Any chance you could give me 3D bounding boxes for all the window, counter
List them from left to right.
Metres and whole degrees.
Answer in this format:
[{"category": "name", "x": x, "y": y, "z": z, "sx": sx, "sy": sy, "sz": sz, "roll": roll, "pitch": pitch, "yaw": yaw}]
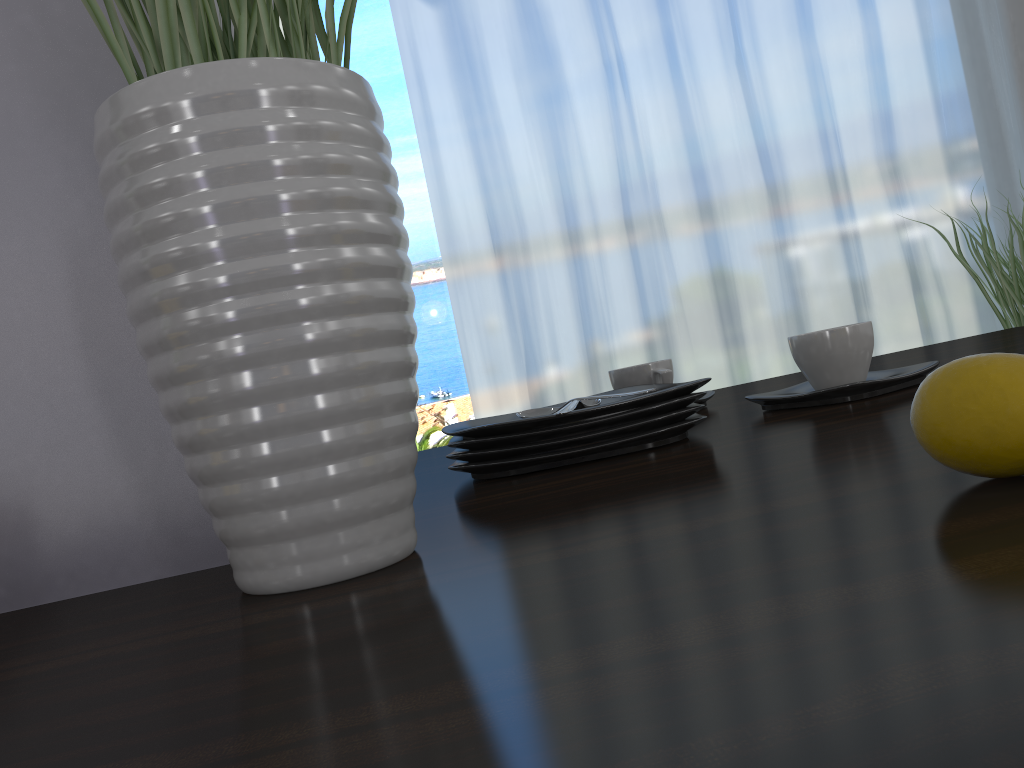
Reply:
[{"category": "counter", "x": -0.674, "y": 0.422, "z": 0.691, "sx": 3.291, "sy": 1.300, "sz": 1.302, "roll": -11, "pitch": 0, "yaw": -5}, {"category": "window", "x": 0.676, "y": -0.986, "z": 3.844, "sx": 3.000, "sy": 2.500, "sz": 0.100, "roll": -11, "pitch": 0, "yaw": -5}]

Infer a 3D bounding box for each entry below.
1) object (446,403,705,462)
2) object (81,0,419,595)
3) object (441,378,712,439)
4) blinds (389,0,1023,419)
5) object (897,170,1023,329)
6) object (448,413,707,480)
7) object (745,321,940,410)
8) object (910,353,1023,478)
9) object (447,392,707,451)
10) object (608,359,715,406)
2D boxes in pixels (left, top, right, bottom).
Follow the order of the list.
[{"category": "object", "x": 0.058, "y": 0.047, "z": 0.820, "sx": 0.232, "sy": 0.020, "sz": 0.232, "roll": -11, "pitch": 0, "yaw": 3}, {"category": "object", "x": -0.130, "y": -0.152, "z": 0.447, "sx": 0.247, "sy": 0.502, "sz": 0.269, "roll": -11, "pitch": 0, "yaw": 38}, {"category": "object", "x": -0.132, "y": 0.000, "z": 0.882, "sx": 0.646, "sy": 0.147, "sz": 0.269, "roll": -11, "pitch": 0, "yaw": 20}, {"category": "blinds", "x": 1.079, "y": -0.876, "z": 3.655, "sx": 2.830, "sy": 3.112, "sz": 0.120, "roll": -11, "pitch": 0, "yaw": -5}, {"category": "object", "x": 1.981, "y": -0.142, "z": 3.187, "sx": 0.713, "sy": 1.334, "sz": 0.656, "roll": -11, "pitch": 0, "yaw": -5}, {"category": "object", "x": 0.060, "y": 0.056, "z": 0.820, "sx": 0.232, "sy": 0.020, "sz": 0.232, "roll": -11, "pitch": 0, "yaw": 3}, {"category": "object", "x": 0.313, "y": -0.019, "z": 0.856, "sx": 0.153, "sy": 0.069, "sz": 0.153, "roll": -12, "pitch": 0, "yaw": -32}, {"category": "object", "x": 0.196, "y": 0.013, "z": 0.360, "sx": 0.053, "sy": 0.051, "sz": 0.063, "roll": -12, "pitch": 0, "yaw": -37}, {"category": "object", "x": 0.056, "y": 0.037, "z": 0.820, "sx": 0.232, "sy": 0.020, "sz": 0.232, "roll": -11, "pitch": 0, "yaw": -2}, {"category": "object", "x": 0.161, "y": 0.011, "z": 1.081, "sx": 0.153, "sy": 0.069, "sz": 0.153, "roll": -11, "pitch": 0, "yaw": 28}]
